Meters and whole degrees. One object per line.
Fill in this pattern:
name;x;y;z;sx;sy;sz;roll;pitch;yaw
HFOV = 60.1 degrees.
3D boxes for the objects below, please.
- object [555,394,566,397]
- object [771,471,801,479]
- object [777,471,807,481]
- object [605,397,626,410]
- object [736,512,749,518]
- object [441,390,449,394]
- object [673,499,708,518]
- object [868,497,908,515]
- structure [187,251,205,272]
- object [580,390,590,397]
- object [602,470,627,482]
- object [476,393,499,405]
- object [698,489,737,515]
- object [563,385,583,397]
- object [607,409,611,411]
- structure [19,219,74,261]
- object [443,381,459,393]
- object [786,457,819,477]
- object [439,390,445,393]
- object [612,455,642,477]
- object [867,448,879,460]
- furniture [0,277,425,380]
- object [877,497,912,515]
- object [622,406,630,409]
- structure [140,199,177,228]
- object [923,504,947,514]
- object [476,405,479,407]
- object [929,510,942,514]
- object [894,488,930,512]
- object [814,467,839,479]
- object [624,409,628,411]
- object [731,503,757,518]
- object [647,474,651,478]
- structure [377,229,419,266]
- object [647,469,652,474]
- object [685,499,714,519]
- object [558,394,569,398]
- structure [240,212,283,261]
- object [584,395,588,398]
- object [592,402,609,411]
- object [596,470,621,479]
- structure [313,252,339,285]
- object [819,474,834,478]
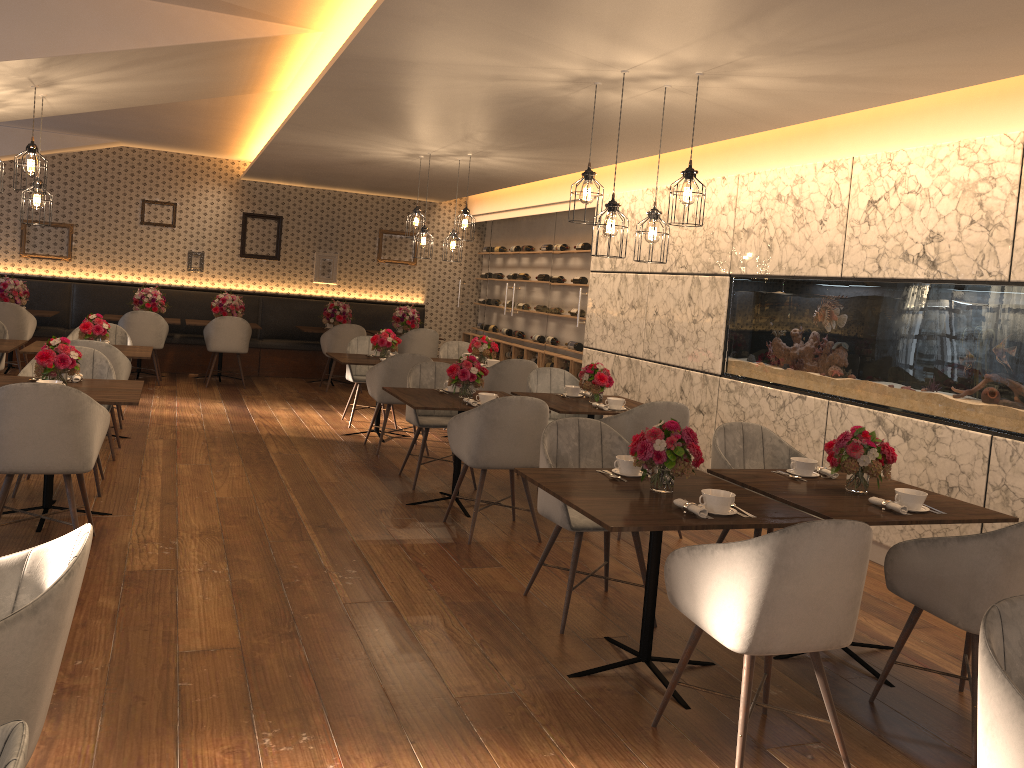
object;0.356;0.082;6.478;0.043;0.015;0.198;3;6;-17
object;1.260;0.417;4.076;0.043;0.015;0.198;2;7;-25
object;1.295;0.425;4.083;0.022;0.004;0.212;2;7;-21
object;0.699;0.135;5.978;0.148;0.072;0.149;-1;8;-43
object;0.814;0.469;3.304;0.022;0.004;0.212;2;7;-21
object;-0.472;0.054;6.153;0.022;0.004;0.212;2;7;-21
object;0.647;0.448;3.209;0.056;0.039;0.176;3;6;-21
object;1.503;0.483;3.539;0.056;0.039;0.176;3;6;-21
structure;-4.305;-1.666;12.058;0.216;0.277;0.018;3;3;-21
object;0.555;0.076;6.575;0.056;0.039;0.176;3;6;-21
object;0.439;0.389;3.753;0.022;0.004;0.212;2;7;-21
object;-0.157;0.100;5.649;0.148;0.072;0.149;-1;8;-43
object;0.754;0.435;3.250;0.148;0.072;0.148;7;6;21
object;0.450;0.055;6.533;0.148;0.072;0.149;-1;8;-43
object;0.620;0.155;5.960;0.025;0.024;0.193;3;6;-21
structure;-5.987;-1.846;11.393;0.600;0.484;0.032;3;3;-21
object;-0.406;0.019;6.203;0.148;0.072;0.149;-1;8;-43
object;1.361;0.390;4.134;0.148;0.072;0.148;7;6;21
object;-0.507;0.046;6.146;0.043;0.015;0.198;2;7;-25
object;0.505;0.355;3.804;0.148;0.072;0.148;7;6;21
object;1.517;0.294;3.773;0.048;0.052;0.077;1;6;-42
furniture;-4.562;-0.706;11.728;7.080;1.078;0.544;2;4;-21
object;1.531;0.490;3.561;0.025;0.024;0.193;3;6;-21
object;0.795;0.166;6.038;0.043;0.015;0.198;2;7;-25
structure;-4.728;-2.278;11.849;0.448;0.344;0.016;3;3;-21
object;1.706;0.501;3.639;0.043;0.015;0.198;2;7;-25
object;-0.236;0.119;5.630;0.025;0.024;0.193;3;6;-21
object;1.670;0.505;3.633;0.022;0.004;0.212;2;7;-21
object;1.610;0.471;3.579;0.148;0.072;0.148;7;6;21
object;1.466;0.411;4.176;0.056;0.039;0.176;3;6;-21
object;0.759;0.169;6.033;0.022;0.004;0.212;2;7;-21
object;0.850;0.466;3.310;0.043;0.015;0.198;2;7;-25
object;0.580;0.383;3.825;0.025;0.024;0.193;3;6;-21
structure;-1.674;-2.007;13.026;0.600;0.484;0.032;3;3;-21
object;0.610;0.376;3.846;0.056;0.039;0.176;3;6;-21
object;0.675;0.455;3.231;0.025;0.024;0.193;3;6;-21
object;0.384;0.089;6.482;0.022;0.004;0.212;2;7;-21
structure;-3.492;-2.051;12.337;0.543;0.630;0.035;3;3;-21
object;0.525;0.083;6.554;0.025;0.024;0.193;3;6;-21
object;0.592;0.148;5.938;0.056;0.039;0.176;3;6;-21
object;0.404;0.381;3.747;0.043;0.015;0.198;2;7;-25
structure;-2.663;-1.654;12.678;0.339;0.439;0.035;3;3;-21
object;1.436;0.418;4.155;0.025;0.024;0.193;3;6;-21
